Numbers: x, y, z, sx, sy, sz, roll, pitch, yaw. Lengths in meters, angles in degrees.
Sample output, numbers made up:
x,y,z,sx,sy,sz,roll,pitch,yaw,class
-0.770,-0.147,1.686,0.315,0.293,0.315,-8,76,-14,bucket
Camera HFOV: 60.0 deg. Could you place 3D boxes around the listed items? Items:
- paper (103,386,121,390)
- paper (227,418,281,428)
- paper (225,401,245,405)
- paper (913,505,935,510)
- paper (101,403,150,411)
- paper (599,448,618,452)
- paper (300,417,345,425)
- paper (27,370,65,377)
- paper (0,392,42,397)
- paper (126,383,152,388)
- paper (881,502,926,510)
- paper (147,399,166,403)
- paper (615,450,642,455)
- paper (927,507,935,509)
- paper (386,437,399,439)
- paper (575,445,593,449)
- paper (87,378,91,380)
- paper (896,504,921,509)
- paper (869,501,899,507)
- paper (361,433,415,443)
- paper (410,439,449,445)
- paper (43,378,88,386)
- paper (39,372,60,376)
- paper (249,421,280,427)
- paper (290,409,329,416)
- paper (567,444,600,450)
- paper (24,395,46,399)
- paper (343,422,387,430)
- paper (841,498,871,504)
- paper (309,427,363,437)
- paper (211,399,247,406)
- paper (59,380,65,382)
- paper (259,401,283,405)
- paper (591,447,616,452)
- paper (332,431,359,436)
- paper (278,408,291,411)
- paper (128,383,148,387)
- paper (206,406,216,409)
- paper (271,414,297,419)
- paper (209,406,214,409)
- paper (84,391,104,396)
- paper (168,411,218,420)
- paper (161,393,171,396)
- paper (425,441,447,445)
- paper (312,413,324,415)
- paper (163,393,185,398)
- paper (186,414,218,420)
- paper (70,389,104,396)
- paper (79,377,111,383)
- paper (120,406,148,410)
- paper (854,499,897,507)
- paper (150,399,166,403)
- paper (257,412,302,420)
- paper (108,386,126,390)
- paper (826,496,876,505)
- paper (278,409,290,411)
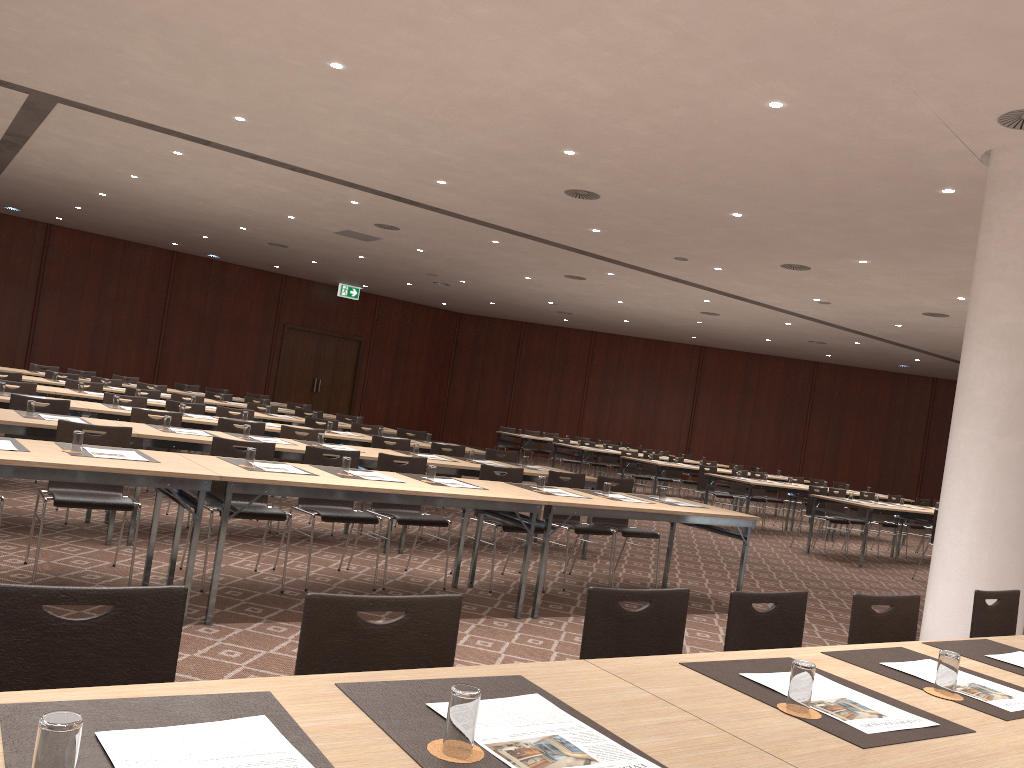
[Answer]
x,y,z,sx,sy,sz,roll,pitch,yaw,class
-5.597,0.058,12.527,0.460,0.003,0.565,10,-2,-33,paper
-2.778,0.423,9.604,0.460,0.003,0.565,10,-2,-36,paper
-4.169,0.293,13.419,0.284,0.006,0.397,10,-2,-37,paper
6.636,1.960,13.880,0.460,0.003,0.565,10,-2,-34,paper
-3.821,0.247,8.875,0.460,0.003,0.565,10,-2,-33,paper
1.978,1.333,17.834,0.284,0.006,0.398,10,-2,-37,paper
-2.609,0.507,12.180,0.460,0.003,0.565,10,-2,-37,paper
-7.247,-0.166,13.770,0.460,0.003,0.565,10,-2,-36,paper
-4.625,0.111,8.323,0.460,0.003,0.565,10,-2,-36,paper
-6.195,0.012,14.538,0.460,0.003,0.565,10,-2,-35,paper
5.869,1.830,13.323,0.460,0.003,0.565,10,-2,-34,paper
-4.371,0.204,10.872,0.284,0.006,0.398,10,-2,-33,paper
2.424,1.414,18.209,0.460,0.003,0.565,10,-2,-32,paper
6.718,1.968,13.847,0.284,0.006,0.398,10,-2,-36,paper
-1.392,0.652,10.526,0.284,0.006,0.398,10,-2,-33,paper
1.425,1.240,17.449,0.284,0.006,0.398,10,-2,-32,paper
-6.613,-0.065,14.132,0.284,0.006,0.397,10,-2,-38,paper
5.929,1.835,13.321,0.284,0.006,0.397,10,-2,-37,paper
5.403,1.745,12.918,0.284,0.006,0.398,10,-2,-36,paper
-1.476,0.644,10.549,0.460,0.003,0.565,10,-2,-33,paper
-0.948,0.734,10.954,0.460,0.003,0.565,10,-2,-36,paper
-6.109,-0.029,12.130,0.460,0.003,0.565,10,-2,-39,paper
-7.183,-0.160,13.752,0.284,0.006,0.398,10,-2,-34,paper
-2.678,0.434,9.608,0.284,0.006,0.398,10,-2,-33,paper
-3.236,0.457,14.195,0.460,0.003,0.565,10,-2,-36,paper
1.399,1.241,17.479,0.460,0.003,0.565,10,-2,-37,paper
-4.514,0.124,8.316,0.284,0.006,0.398,10,-2,-36,paper
-2.081,0.597,12.568,0.460,0.003,0.565,10,-2,-34,paper
4.878,1.656,12.536,0.284,0.006,0.398,10,-2,-36,paper
-2.010,0.553,10.174,0.460,0.003,0.565,10,-2,-34,paper
-4.273,0.282,13.463,0.460,0.003,0.565,10,-2,-33,paper
-6.033,-0.022,12.125,0.284,0.006,0.398,10,-2,-33,paper
-4.374,0.320,15.823,0.460,0.003,0.565,10,-2,-34,paper
1.874,1.322,17.864,0.460,0.003,0.565,10,-2,-36,paper
-1.911,0.564,10.151,0.284,0.006,0.398,10,-2,-35,paper
-3.667,0.379,13.839,0.284,0.006,0.397,10,-2,-38,paper
-6.106,0.022,14.524,0.284,0.006,0.398,10,-2,-34,paper
-3.841,0.293,11.209,0.284,0.006,0.398,10,-2,-35,paper
-3.044,0.428,11.793,0.284,0.006,0.397,10,-2,-38,paper
-3.919,0.286,11.273,0.460,0.003,0.565,10,-2,-35,paper
-4.884,0.117,10.477,0.284,0.006,0.398,10,-2,-34,paper
-3.291,0.337,9.278,0.460,0.003,0.565,10,-2,-37,paper
-4.993,0.155,12.873,0.284,0.006,0.398,10,-2,-33,paper
-0.881,0.739,10.908,0.284,0.006,0.398,10,-2,-36,paper
-3.139,0.468,14.172,0.284,0.006,0.398,10,-2,-34,paper
-5.041,0.151,12.890,0.460,0.003,0.565,10,-2,-36,paper
-3.228,0.342,9.234,0.284,0.006,0.397,10,-2,-38,paper
-4.957,0.111,10.530,0.460,0.003,0.565,10,-2,-37,paper
-6.711,-0.075,14.166,0.460,0.003,0.565,10,-2,-36,paper
-3.751,0.254,8.872,0.284,0.006,0.398,10,-2,-35,paper
5.317,1.737,12.936,0.460,0.003,0.565,10,-2,-35,paper
-4.430,0.200,10.901,0.460,0.003,0.565,10,-2,-37,paper
-3.119,0.422,11.837,0.460,0.003,0.565,10,-2,-35,paper
-5.520,0.066,12.511,0.284,0.006,0.397,10,-2,-38,paper
4.785,1.647,12.567,0.460,0.003,0.565,10,-2,-36,paper
-3.729,0.373,13.818,0.460,0.003,0.565,10,-2,-37,paper
